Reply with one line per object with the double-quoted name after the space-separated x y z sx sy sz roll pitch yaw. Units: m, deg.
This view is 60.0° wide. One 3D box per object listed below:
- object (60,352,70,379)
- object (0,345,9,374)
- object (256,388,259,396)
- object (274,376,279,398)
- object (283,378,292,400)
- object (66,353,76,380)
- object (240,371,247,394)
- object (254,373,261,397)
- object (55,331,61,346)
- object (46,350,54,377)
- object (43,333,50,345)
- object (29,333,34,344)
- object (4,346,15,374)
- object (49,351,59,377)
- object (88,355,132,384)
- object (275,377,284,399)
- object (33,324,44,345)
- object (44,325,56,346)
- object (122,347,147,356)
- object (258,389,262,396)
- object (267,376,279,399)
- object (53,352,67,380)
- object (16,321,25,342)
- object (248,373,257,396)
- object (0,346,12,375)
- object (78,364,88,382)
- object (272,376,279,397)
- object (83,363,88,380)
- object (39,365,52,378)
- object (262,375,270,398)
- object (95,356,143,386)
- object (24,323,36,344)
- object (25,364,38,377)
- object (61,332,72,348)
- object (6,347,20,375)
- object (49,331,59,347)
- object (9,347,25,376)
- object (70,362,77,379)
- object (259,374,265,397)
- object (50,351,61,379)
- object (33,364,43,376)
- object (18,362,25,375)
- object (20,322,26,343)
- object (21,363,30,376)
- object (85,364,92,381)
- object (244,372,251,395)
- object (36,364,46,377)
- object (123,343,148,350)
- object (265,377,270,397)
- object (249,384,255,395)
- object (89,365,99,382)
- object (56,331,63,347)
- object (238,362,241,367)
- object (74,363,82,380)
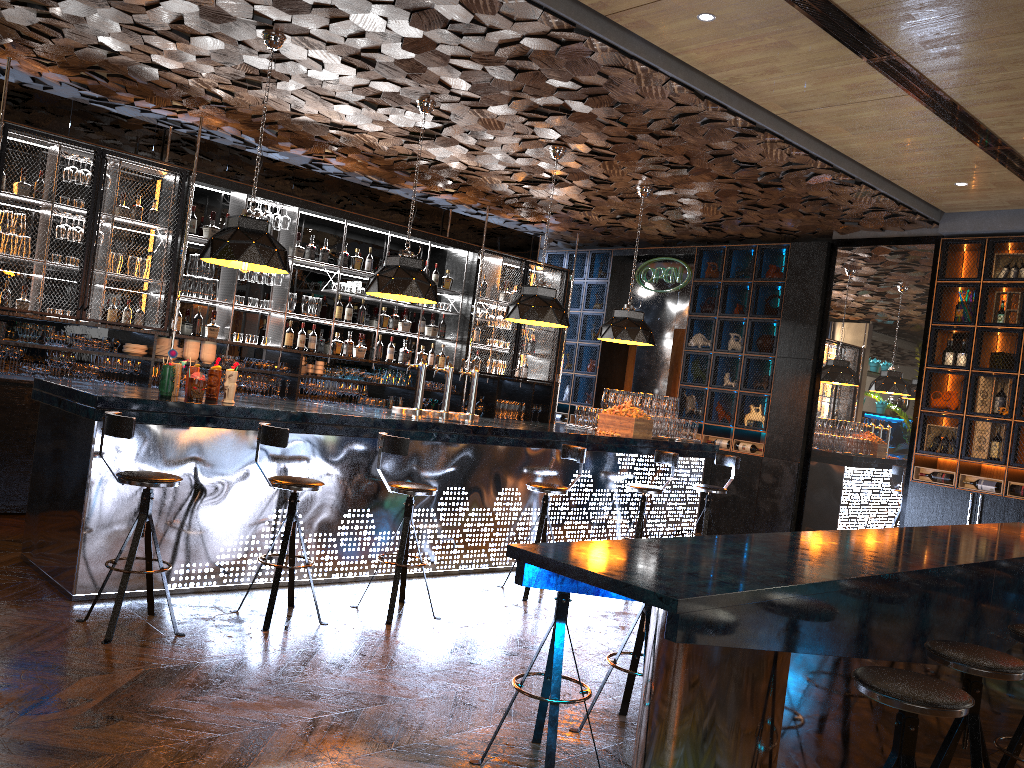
-3.884 -0.163 7.721 0.088 0.229 0.077 7 0 -42 "object"
-4.206 -0.203 7.302 0.091 0.227 0.091 7 0 -4 "object"
-2.551 0.014 8.939 0.092 0.218 0.092 7 0 7 "object"
-2.398 0.033 9.089 0.071 0.217 0.071 7 0 -35 "object"
-2.291 0.047 9.023 0.071 0.217 0.071 7 0 -35 "object"
-3.803 -0.152 7.629 0.088 0.229 0.077 7 0 -44 "object"
-2.710 -0.011 8.968 0.071 0.226 0.071 7 0 19 "object"
-2.531 0.012 8.786 0.071 0.226 0.071 7 0 19 "object"
-3.955 -0.394 7.709 0.081 0.132 0.081 7 0 19 "object"
-4.000 -0.177 7.688 0.088 0.229 0.077 7 0 21 "object"
-3.981 -0.398 7.614 0.081 0.132 0.081 7 0 19 "object"
-4.074 -0.428 7.538 0.087 0.170 0.087 7 0 7 "object"
-4.210 -0.203 7.449 0.091 0.227 0.091 7 0 10 "object"
-3.937 -0.169 7.620 0.077 0.229 0.088 7 0 -27 "object"
-3.637 -0.129 8.074 0.376 0.227 0.186 7 0 -45 "object"
-2.363 0.038 9.009 0.071 0.217 0.071 7 0 -35 "object"
-3.975 -0.416 7.432 0.087 0.170 0.087 7 0 7 "object"
-3.869 -0.402 7.408 0.087 0.170 0.087 7 0 7 "object"
-3.393 -0.287 7.978 0.209 0.060 0.211 7 0 6 "object"
-2.575 0.011 9.065 0.092 0.218 0.092 7 0 7 "object"
-2.401 0.033 8.897 0.092 0.218 0.092 7 0 7 "object"
-3.818 -0.154 7.496 0.088 0.229 0.077 7 0 -30 "object"
-4.147 -0.438 7.485 0.087 0.170 0.087 7 0 7 "object"
-2.589 0.004 8.846 0.071 0.226 0.071 7 0 19 "object"
-4.134 -0.194 7.222 0.091 0.227 0.091 7 0 9 "object"
-3.711 -0.099 7.675 0.065 0.146 0.074 7 0 23 "object"
-2.444 0.027 9.155 0.071 0.217 0.071 7 0 -35 "object"
-3.785 -0.108 7.899 0.074 0.146 0.065 7 0 -21 "object"
-3.912 -0.102 7.434 0.093 0.101 0.093 7 0 9 "object"
-2.451 0.022 8.807 0.071 0.226 0.071 7 0 19 "object"
-3.504 -0.112 7.931 0.376 0.227 0.186 7 0 -45 "object"
-3.986 -0.417 7.312 0.087 0.170 0.087 7 0 7 "object"
-3.990 -0.112 7.359 0.093 0.101 0.093 7 0 15 "object"
-3.786 -0.373 7.527 0.081 0.132 0.081 7 0 19 "object"
-4.133 -0.194 7.362 0.091 0.227 0.091 7 0 10 "object"
-3.881 -0.385 7.508 0.081 0.132 0.081 7 0 19 "object"
-4.064 -0.185 7.284 0.091 0.227 0.091 7 0 -20 "object"
-3.849 -0.116 7.821 0.065 0.146 0.074 7 0 -14 "object"
-2.506 0.015 8.866 0.071 0.226 0.071 7 0 19 "object"
-3.879 -0.162 7.563 0.077 0.229 0.088 7 0 6 "object"
-4.054 -0.120 7.584 0.093 0.101 0.093 7 0 -28 "object"
-4.132 -0.130 7.513 0.093 0.101 0.093 7 0 33 "object"
-4.066 -0.427 7.398 0.087 0.170 0.087 7 0 7 "object"
-4.062 -0.121 7.436 0.093 0.101 0.093 7 0 8 "object"
-3.718 -0.100 7.821 0.065 0.146 0.074 7 0 -20 "object"
-2.649 -0.003 8.917 0.071 0.226 0.071 7 0 19 "object"
-3.988 -0.112 7.507 0.093 0.101 0.093 7 0 -22 "object"
-3.387 -0.327 7.979 0.211 0.060 0.209 7 0 1 "object"
-2.463 0.025 8.987 0.092 0.218 0.092 7 0 7 "object"
-2.619 0.005 9.021 0.092 0.218 0.092 7 0 7 "object"
-3.645 -0.090 7.744 0.065 0.146 0.074 7 0 41 "object"
-3.870 -0.383 7.612 0.081 0.132 0.081 7 0 19 "object"
-2.675 -0.188 8.702 0.044 0.048 0.049 7 0 -11 "object"
-3.783 -0.108 7.750 0.065 0.146 0.074 7 0 -31 "object"
